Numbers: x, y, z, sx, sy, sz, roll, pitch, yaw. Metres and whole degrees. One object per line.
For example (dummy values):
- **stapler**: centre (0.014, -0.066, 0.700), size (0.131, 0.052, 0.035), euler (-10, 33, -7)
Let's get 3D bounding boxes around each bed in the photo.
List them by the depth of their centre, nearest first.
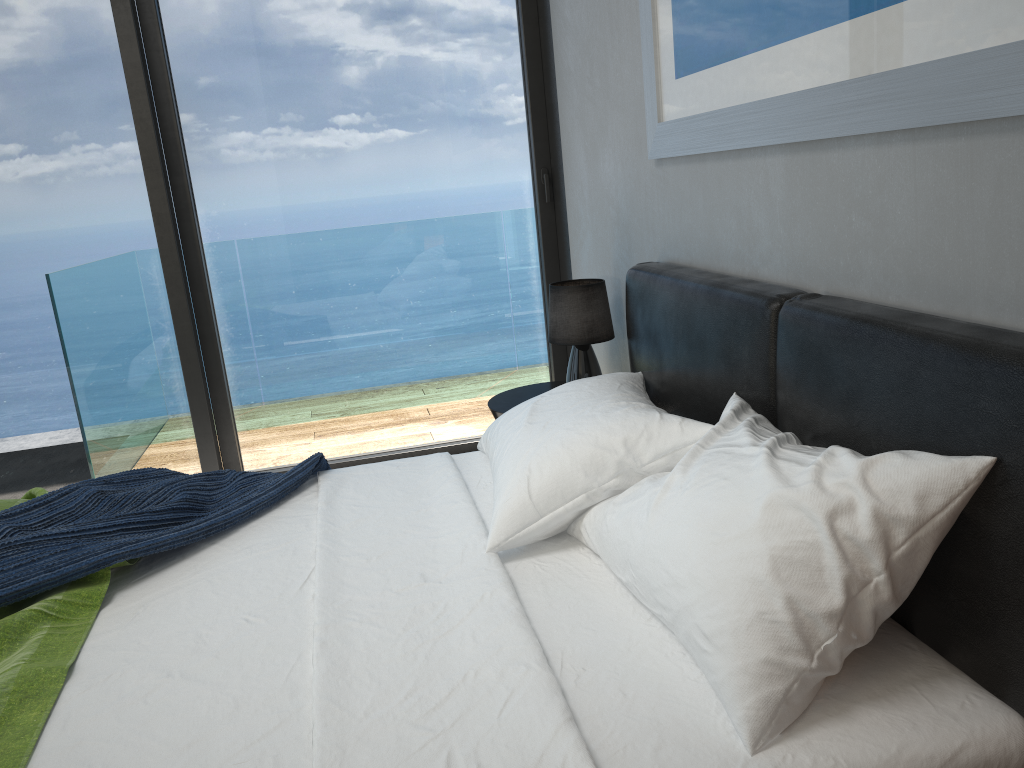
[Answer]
- **bed**: centre (-0.578, 0.436, 1.699), size (2.615, 0.939, 2.742), euler (-8, 13, -10)

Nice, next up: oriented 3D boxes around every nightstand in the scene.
- **nightstand**: centre (0.181, 0.258, 3.224), size (0.497, 0.442, 0.494), euler (-6, 13, 1)

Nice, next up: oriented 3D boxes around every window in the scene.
- **window**: centre (0.605, -0.949, 2.117), size (9.718, 3.201, 3.579), euler (-8, 14, -10)

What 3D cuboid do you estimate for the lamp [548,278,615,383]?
- **lamp**: centre (0.243, -0.157, 3.109), size (0.219, 0.402, 0.241), euler (-18, 18, -40)

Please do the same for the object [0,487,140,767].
- **object**: centre (-1.034, 0.573, 1.643), size (0.645, 0.344, 2.291), euler (-8, 13, -10)

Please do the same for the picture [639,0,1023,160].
- **picture**: centre (0.516, -1.154, 1.556), size (0.025, 1.408, 1.792), euler (-8, 14, -10)

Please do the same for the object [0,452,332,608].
- **object**: centre (-1.156, 0.611, 1.794), size (0.685, 0.571, 2.143), euler (2, 15, 31)
